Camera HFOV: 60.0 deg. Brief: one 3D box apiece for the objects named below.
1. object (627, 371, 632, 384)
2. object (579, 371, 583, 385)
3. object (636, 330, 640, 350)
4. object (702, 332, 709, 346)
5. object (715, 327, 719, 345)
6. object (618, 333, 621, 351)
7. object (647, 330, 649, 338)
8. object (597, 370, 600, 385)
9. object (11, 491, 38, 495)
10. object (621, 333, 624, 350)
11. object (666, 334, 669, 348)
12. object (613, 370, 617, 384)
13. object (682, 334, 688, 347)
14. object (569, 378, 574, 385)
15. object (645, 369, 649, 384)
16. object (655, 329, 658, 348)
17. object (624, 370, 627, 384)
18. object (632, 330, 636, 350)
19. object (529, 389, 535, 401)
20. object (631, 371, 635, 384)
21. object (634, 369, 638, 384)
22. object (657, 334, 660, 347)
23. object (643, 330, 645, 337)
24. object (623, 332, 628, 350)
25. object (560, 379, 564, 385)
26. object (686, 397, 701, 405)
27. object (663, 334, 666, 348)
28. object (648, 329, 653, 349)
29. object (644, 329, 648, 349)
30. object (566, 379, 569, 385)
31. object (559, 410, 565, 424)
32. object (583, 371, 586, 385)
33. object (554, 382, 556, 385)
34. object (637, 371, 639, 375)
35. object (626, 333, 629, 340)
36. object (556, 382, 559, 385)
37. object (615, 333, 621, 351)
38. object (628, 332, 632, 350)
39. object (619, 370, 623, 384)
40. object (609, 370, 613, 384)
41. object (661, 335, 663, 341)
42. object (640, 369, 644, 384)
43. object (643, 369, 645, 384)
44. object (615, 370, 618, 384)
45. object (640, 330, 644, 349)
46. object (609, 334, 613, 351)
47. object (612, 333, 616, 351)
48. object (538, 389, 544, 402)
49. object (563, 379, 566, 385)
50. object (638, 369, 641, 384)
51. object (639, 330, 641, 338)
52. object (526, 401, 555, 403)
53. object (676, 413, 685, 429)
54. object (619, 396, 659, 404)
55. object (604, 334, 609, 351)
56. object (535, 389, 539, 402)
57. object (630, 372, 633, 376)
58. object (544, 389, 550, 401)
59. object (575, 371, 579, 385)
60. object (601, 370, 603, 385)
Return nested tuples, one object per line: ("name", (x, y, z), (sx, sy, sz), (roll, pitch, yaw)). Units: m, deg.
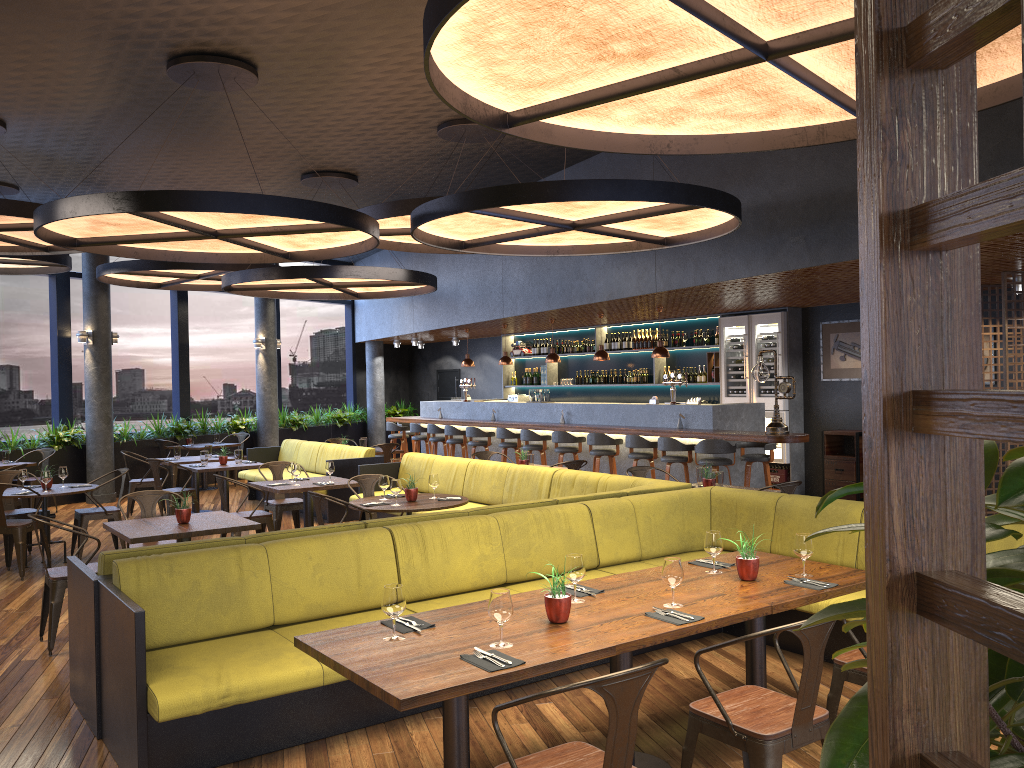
("object", (2.005, -0.109, 15.138), (0.088, 0.224, 0.088), (-1, 0, 24))
("object", (1.251, -0.112, 16.166), (0.063, 0.254, 0.063), (-1, 0, 42))
("object", (2.121, -0.744, 14.894), (0.084, 0.330, 0.084), (-1, 0, -28))
("object", (2.987, -0.695, 13.695), (0.097, 0.206, 0.097), (-1, 0, 23))
("object", (3.146, -0.735, 13.565), (0.079, 0.281, 0.079), (-1, 0, -27))
("object", (1.868, -0.730, 15.435), (0.085, 0.310, 0.086), (-1, 0, 6))
("object", (2.268, -0.747, 14.841), (0.084, 0.330, 0.084), (-1, 0, -28))
("object", (1.543, -0.116, 15.799), (0.063, 0.254, 0.063), (-1, 0, -17))
("object", (-4.721, 1.055, 8.615), (0.157, 0.019, 0.255), (-1, 0, 7))
("object", (1.922, -0.731, 15.354), (0.085, 0.310, 0.086), (-1, 0, -24))
("object", (2.521, -0.698, 14.428), (0.056, 0.227, 0.056), (-1, 0, -33))
("object", (1.784, -0.120, 15.392), (0.063, 0.254, 0.063), (-1, 0, 2))
("object", (2.732, -0.691, 14.028), (0.097, 0.206, 0.097), (-1, 0, 23))
("object", (1.100, -0.043, 16.451), (0.084, 0.119, 0.084), (-1, 0, 10))
("object", (2.264, -0.129, 14.895), (0.063, 0.254, 0.063), (-1, 0, 27))
("object", (2.404, -0.749, 14.705), (0.084, 0.330, 0.084), (-1, 0, -28))
("object", (1.964, -0.124, 15.342), (0.063, 0.254, 0.063), (-1, 0, 13))
("object", (2.066, -0.743, 14.970), (0.084, 0.330, 0.084), (-1, 0, -28))
("object", (0.320, 0.193, 14.276), (0.105, 0.209, 0.105), (-1, 0, 0))
("object", (2.067, -0.110, 15.051), (0.088, 0.224, 0.088), (-1, 0, -21))
("object", (2.087, -0.125, 14.918), (0.063, 0.254, 0.063), (-1, 0, -42))
("object", (2.400, -0.695, 14.492), (0.056, 0.227, 0.056), (-1, 0, 17))
("object", (2.212, -0.746, 14.916), (0.084, 0.330, 0.084), (-1, 0, -28))
("object", (1.943, -0.730, 15.165), (0.085, 0.310, 0.086), (-1, 0, -2))
("object", (0.951, -0.041, 16.662), (0.084, 0.119, 0.084), (-1, 0, 10))
("object", (2.330, 0.219, 11.404), (0.177, 0.091, 0.091), (-1, 0, 30))
("object", (2.472, -0.697, 14.393), (0.056, 0.227, 0.056), (-1, 0, 42))
("object", (2.287, -0.747, 14.655), (0.084, 0.330, 0.084), (-1, 0, -28))
("object", (2.230, -0.746, 14.732), (0.084, 0.330, 0.084), (-1, 0, -28))
("object", (1.050, -0.042, 16.522), (0.084, 0.119, 0.084), (-1, 0, 10))
("object", (0.761, 0.490, 13.302), (0.114, 0.203, 0.069), (-1, 0, 44))
("object", (1.338, -0.114, 16.213), (0.063, 0.254, 0.063), (-1, 0, 12))
("object", (0.816, -0.008, 16.757), (0.042, 0.059, 0.042), (-1, 0, 17))
("object", (2.160, -0.112, 15.115), (0.088, 0.224, 0.088), (-1, 0, -41))
("object", (1.981, -0.732, 15.280), (0.085, 0.310, 0.086), (-1, 0, -8))
("object", (0.860, -0.009, 16.760), (0.042, 0.059, 0.042), (-1, 0, 17))
("object", (1.829, -0.729, 15.322), (0.085, 0.310, 0.086), (-1, 0, -8))
("object", (2.034, -0.732, 15.201), (0.085, 0.310, 0.086), (-1, 0, 6))
("object", (1.890, -0.123, 15.434), (0.063, 0.254, 0.063), (-1, 0, 27))
("object", (1.726, -0.119, 15.475), (0.063, 0.254, 0.063), (-1, 0, 27))
("object", (2.436, -0.696, 14.443), (0.056, 0.227, 0.056), (-1, 0, 32))
("object", (2.171, -0.127, 14.840), (0.063, 0.254, 0.063), (-1, 0, -28))
("object", (2.243, -0.129, 15.009), (0.063, 0.254, 0.063), (-1, 0, -8))
("object", (1.817, -0.122, 15.537), (0.063, 0.254, 0.063), (-1, 0, 42))
("object", (2.174, -0.745, 14.818), (0.084, 0.330, 0.084), (-1, 0, -28))
("object", (1.755, -0.728, 15.588), (0.085, 0.310, 0.086), (-1, 0, -21))
("object", (1.777, -0.728, 15.399), (0.085, 0.310, 0.086), (-1, 0, -2))
("object", (0.460, 0.191, 14.071), (0.105, 0.209, 0.105), (-1, 0, 0))
("object", (1.000, -0.042, 16.593), (0.084, 0.119, 0.084), (-1, 0, 10))
("object", (2.165, -0.127, 14.975), (0.063, 0.254, 0.063), (-1, 0, -7))
("object", (2.159, -0.745, 14.995), (0.084, 0.330, 0.084), (-1, 0, -28))
("object", (0.456, 0.286, 14.218), (0.273, 0.019, 0.437), (-1, 0, -35))
("object", (2.156, 0.467, 11.340), (0.114, 0.203, 0.069), (-1, 0, -1))
("object", (1.712, 0.222, 12.313), (0.200, 0.106, 0.766), (-1, 0, -35))
("object", (1.661, -0.726, 15.557), (0.085, 0.310, 0.086), (-1, 0, -8))
("object", (0.429, 0.191, 14.206), (0.105, 0.209, 0.105), (-1, 0, 0))
("object", (2.051, -0.102, 15.264), (0.097, 0.206, 0.097), (-1, 0, -4))
("object", (0.550, 0.189, 14.144), (0.105, 0.209, 0.105), (-1, 0, 0))
("object", (1.193, -0.111, 16.249), (0.063, 0.254, 0.063), (-1, 0, 27))
("object", (1.613, -0.118, 15.839), (0.063, 0.254, 0.063), (-1, 0, -2))
